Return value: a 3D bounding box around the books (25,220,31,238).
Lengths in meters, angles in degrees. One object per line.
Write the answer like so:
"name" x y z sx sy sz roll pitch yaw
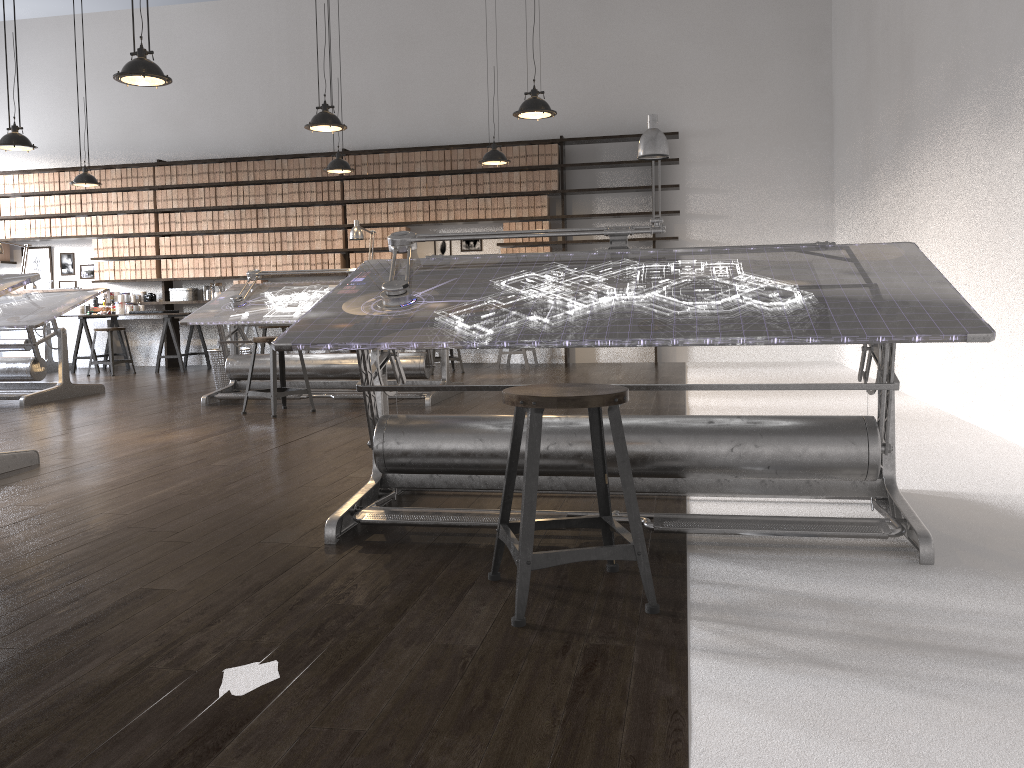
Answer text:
"books" -5.891 -1.902 10.894 0.066 0.225 0.175 -1 4 11

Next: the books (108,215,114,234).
"books" -4.789 -1.915 10.683 0.066 0.225 0.175 -1 4 11

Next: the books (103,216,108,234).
"books" -4.857 -1.915 10.699 0.066 0.225 0.175 -1 4 11

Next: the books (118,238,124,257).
"books" -4.659 -1.639 10.673 0.066 0.225 0.175 -1 4 11

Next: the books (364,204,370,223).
"books" -1.618 -1.928 10.060 0.066 0.225 0.175 -1 4 11

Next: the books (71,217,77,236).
"books" -5.273 -1.905 10.773 0.067 0.225 0.175 -1 4 11

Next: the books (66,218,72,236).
"books" -5.338 -1.905 10.792 0.066 0.225 0.175 -1 4 11

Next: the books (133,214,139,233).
"books" -4.455 -1.916 10.619 0.066 0.225 0.175 -1 4 11

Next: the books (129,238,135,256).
"books" -4.519 -1.640 10.646 0.066 0.225 0.175 -1 4 11

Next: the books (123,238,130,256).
"books" -4.590 -1.639 10.655 0.066 0.225 0.175 -1 4 11

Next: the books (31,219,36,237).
"books" -5.821 -1.902 10.880 0.067 0.225 0.175 -1 4 11

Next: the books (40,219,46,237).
"books" -5.693 -1.903 10.862 0.066 0.225 0.175 -1 4 11

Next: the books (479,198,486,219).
"books" -0.314 -1.934 9.801 0.066 0.225 0.175 -1 4 11

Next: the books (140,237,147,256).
"books" -4.373 -1.640 10.617 0.066 0.225 0.175 -1 4 11

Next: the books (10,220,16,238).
"books" -6.098 -1.902 10.940 0.066 0.225 0.175 -1 4 11

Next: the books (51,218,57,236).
"books" -5.547 -1.904 10.833 0.066 0.225 0.175 -1 4 11

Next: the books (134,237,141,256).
"books" -4.447 -1.640 10.626 0.067 0.225 0.175 -1 4 11

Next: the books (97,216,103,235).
"books" -4.926 -1.914 10.708 0.066 0.225 0.175 -1 4 11

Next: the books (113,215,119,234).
"books" -4.721 -1.915 10.666 0.067 0.225 0.175 -1 4 11

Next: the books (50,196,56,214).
"books" -5.552 -2.178 10.817 0.066 0.225 0.175 -1 4 11

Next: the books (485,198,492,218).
"books" -0.242 -1.935 9.791 0.066 0.225 0.175 -1 4 11

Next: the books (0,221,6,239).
"books" -6.248 -1.901 10.967 0.066 0.225 0.175 -1 4 11

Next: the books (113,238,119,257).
"books" -4.728 -1.639 10.686 0.066 0.225 0.175 -1 4 11

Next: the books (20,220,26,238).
"books" -5.962 -1.902 10.911 0.066 0.225 0.175 -1 4 11

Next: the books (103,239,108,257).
"books" -4.860 -1.638 10.711 0.066 0.225 0.175 -1 4 11

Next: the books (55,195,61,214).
"books" -5.482 -2.178 10.800 0.066 0.225 0.175 -1 4 11

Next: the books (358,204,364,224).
"books" -1.689 -1.928 10.071 0.066 0.225 0.175 -1 4 11

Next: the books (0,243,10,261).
"books" -6.330 -1.631 10.999 0.066 0.225 0.175 -1 4 11

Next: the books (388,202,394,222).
"books" -1.341 -1.929 10.006 0.066 0.225 0.175 -1 4 11

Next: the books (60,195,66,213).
"books" -5.411 -2.178 10.786 0.067 0.225 0.175 -1 4 11

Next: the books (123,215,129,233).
"books" -4.587 -1.916 10.643 0.066 0.225 0.175 -1 4 11

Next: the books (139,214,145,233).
"books" -4.385 -1.917 10.605 0.066 0.225 0.175 -1 4 11

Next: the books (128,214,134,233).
"books" -4.522 -1.915 10.626 0.067 0.225 0.175 -1 4 11

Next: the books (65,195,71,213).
"books" -5.348 -2.179 10.778 0.066 0.225 0.175 -1 4 11

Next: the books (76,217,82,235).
"books" -5.206 -1.906 10.765 0.066 0.225 0.175 -1 4 11

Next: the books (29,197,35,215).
"books" -5.830 -2.176 10.872 0.066 0.225 0.175 -1 4 11

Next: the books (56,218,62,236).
"books" -5.478 -1.904 10.815 0.066 0.225 0.175 -1 4 11

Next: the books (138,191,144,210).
"books" -4.383 -2.184 10.590 0.066 0.225 0.175 -1 4 11

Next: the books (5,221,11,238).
"books" -6.168 -1.901 10.950 0.067 0.225 0.175 -1 4 11

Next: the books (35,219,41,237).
"books" -5.758 -1.903 10.872 0.066 0.225 0.175 -1 4 11

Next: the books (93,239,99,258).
"books" -4.994 -1.637 10.733 0.067 0.225 0.175 -1 4 11

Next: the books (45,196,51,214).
"books" -5.620 -2.178 10.835 0.066 0.225 0.175 -1 4 11

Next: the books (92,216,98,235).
"books" -4.998 -1.913 10.719 0.066 0.225 0.175 -1 4 11

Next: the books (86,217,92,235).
"books" -5.074 -1.906 10.736 0.067 0.225 0.175 -1 4 11

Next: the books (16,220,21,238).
"books" -6.030 -1.902 10.929 0.066 0.225 0.175 -1 4 11

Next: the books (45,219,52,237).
"books" -5.621 -1.903 10.842 0.067 0.225 0.175 -1 4 11

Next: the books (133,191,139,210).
"books" -4.449 -2.183 10.598 0.067 0.225 0.175 -1 4 11

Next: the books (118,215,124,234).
"books" -4.649 -1.915 10.654 0.066 0.225 0.175 -1 4 11

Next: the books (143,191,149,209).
"books" -4.321 -2.184 10.576 0.066 0.225 0.175 -1 4 11

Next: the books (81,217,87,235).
"books" -5.145 -1.906 10.751 0.066 0.225 0.175 -1 4 11

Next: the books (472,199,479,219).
"books" -0.385 -1.934 9.815 0.067 0.225 0.175 -1 4 11

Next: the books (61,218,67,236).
"books" -5.407 -1.905 10.806 0.066 0.225 0.175 -1 4 11

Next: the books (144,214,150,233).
"books" -4.317 -1.916 10.587 0.066 0.225 0.175 -1 4 11
